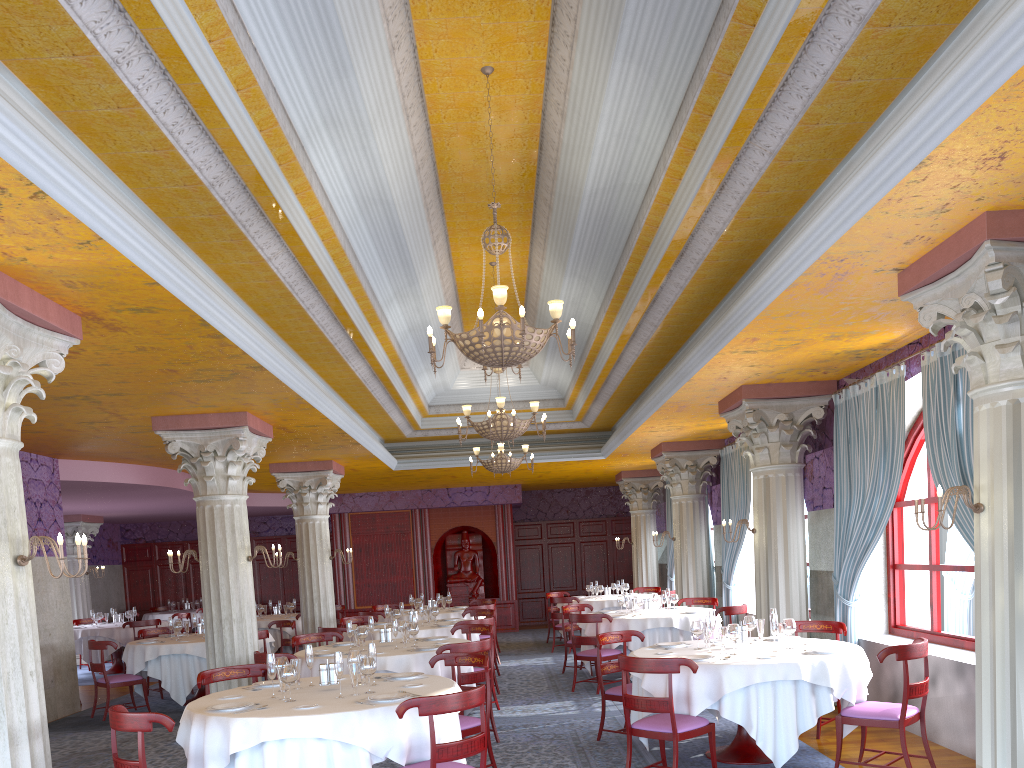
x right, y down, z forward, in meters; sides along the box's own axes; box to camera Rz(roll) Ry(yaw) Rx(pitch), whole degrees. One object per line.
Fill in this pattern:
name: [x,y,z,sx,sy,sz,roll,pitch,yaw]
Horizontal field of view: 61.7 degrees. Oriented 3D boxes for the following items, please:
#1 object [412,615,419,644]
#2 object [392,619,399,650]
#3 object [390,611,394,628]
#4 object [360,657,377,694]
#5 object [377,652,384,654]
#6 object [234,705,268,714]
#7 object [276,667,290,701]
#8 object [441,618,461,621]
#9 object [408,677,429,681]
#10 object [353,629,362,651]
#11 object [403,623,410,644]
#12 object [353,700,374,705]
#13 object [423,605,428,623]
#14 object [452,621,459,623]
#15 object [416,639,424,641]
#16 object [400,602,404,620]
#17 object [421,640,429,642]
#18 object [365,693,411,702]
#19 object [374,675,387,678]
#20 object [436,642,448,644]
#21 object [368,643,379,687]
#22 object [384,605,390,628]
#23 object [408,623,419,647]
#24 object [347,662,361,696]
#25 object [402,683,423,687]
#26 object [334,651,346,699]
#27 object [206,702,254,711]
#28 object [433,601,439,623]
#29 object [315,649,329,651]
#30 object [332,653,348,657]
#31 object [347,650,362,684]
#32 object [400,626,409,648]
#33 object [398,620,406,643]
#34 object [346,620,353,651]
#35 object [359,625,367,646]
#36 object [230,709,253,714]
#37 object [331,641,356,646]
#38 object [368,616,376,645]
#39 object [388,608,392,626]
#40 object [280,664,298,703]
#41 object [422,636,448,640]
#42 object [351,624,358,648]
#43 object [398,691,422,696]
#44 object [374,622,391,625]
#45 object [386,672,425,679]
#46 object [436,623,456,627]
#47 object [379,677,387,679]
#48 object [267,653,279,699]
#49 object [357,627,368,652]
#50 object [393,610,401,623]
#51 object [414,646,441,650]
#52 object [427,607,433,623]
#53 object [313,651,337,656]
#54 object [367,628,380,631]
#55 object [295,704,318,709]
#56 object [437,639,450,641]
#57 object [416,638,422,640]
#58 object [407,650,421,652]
object: [-1.110,2.808,9.805,0.074,0.338,0.073,-1,4,35]
object: [-1.263,2.712,9.284,0.074,0.338,0.073,-1,4,35]
object: [-1.721,3.414,12.412,0.086,0.239,0.084,-2,2,24]
object: [-1.046,2.126,6.251,0.122,0.266,0.122,-3,1,-10]
object: [-1.422,2.821,8.977,0.159,0.009,0.160,-7,-12,19]
object: [-1.758,2.188,5.760,0.256,0.020,0.055,7,-14,-41]
object: [-1.646,2.153,6.155,0.086,0.239,0.085,-3,2,2]
object: [-0.944,3.642,13.234,0.316,0.024,0.315,-9,-13,28]
object: [-0.752,2.352,6.834,0.028,0.013,0.232,-11,-14,43]
object: [-1.685,2.799,9.358,0.086,0.239,0.084,-2,2,24]
object: [-1.205,2.880,9.892,0.085,0.239,0.086,-5,3,-43]
object: [-0.993,2.154,5.781,0.027,0.013,0.236,5,-14,-45]
object: [-1.314,3.504,13.039,0.123,0.266,0.121,-3,1,13]
object: [-0.826,3.544,12.742,0.161,0.009,0.159,-12,-14,38]
object: [-1.052,3.065,10.278,0.022,0.003,0.253,-13,-15,42]
object: [-1.669,3.483,13.014,0.074,0.338,0.073,-1,4,35]
object: [-1.021,3.007,10.016,0.029,0.011,0.141,6,-14,-42]
object: [-0.850,2.163,5.896,0.315,0.024,0.316,-7,-12,19]
object: [-1.043,2.417,7.099,0.256,0.020,0.055,7,-14,-41]
object: [-0.789,2.929,9.689,0.158,0.009,0.162,1,-12,-20]
object: [-1.072,2.163,6.602,0.074,0.338,0.073,-4,3,-10]
object: [-1.822,3.387,12.493,0.074,0.338,0.073,-4,3,-10]
object: [-1.084,2.772,9.455,0.123,0.266,0.121,-3,1,13]
object: [-1.138,2.131,6.182,0.086,0.239,0.084,-2,2,24]
object: [-0.750,2.283,6.485,0.158,0.009,0.161,-3,-11,-1]
object: [-1.225,2.066,6.081,0.074,0.338,0.073,-4,3,-10]
object: [-1.932,2.220,5.881,0.315,0.024,0.316,-7,-12,19]
object: [-1.147,3.423,12.859,0.073,0.338,0.074,-5,4,-32]
object: [-2.136,2.988,9.612,0.159,0.009,0.160,-7,-12,19]
object: [-1.797,2.834,8.963,0.256,0.020,0.055,7,-14,-41]
object: [-1.238,2.243,6.782,0.123,0.266,0.121,-2,1,35]
object: [-1.177,2.776,9.385,0.085,0.239,0.085,-4,2,-21]
object: [-1.277,2.889,9.985,0.123,0.266,0.121,-3,1,13]
object: [-1.785,2.772,9.439,0.074,0.338,0.073,-1,4,35]
object: [-1.713,2.902,9.866,0.086,0.239,0.085,-3,2,2]
object: [-1.787,2.204,5.786,0.022,0.003,0.253,-13,-15,42]
object: [-1.990,3.083,10.166,0.313,0.024,0.318,-3,-11,-1]
object: [-1.632,2.868,9.960,0.074,0.338,0.073,-1,4,35]
object: [-1.844,3.495,12.848,0.121,0.266,0.122,-4,1,-32]
object: [-1.576,2.117,6.061,0.123,0.266,0.121,-3,1,13]
object: [-0.907,3.026,10.181,0.313,0.024,0.318,-3,-11,-1]
object: [-1.807,2.880,9.795,0.123,0.266,0.121,-3,1,13]
object: [-0.729,2.193,6.069,0.054,0.020,0.261,5,-14,-40]
object: [-2.026,3.699,13.220,0.312,0.024,0.319,1,-12,-20]
object: [-0.869,2.381,6.977,0.312,0.024,0.319,1,-12,-20]
object: [-0.926,3.423,12.153,0.313,0.024,0.318,-3,-11,-1]
object: [-1.013,2.419,7.074,0.022,0.003,0.253,-13,-15,42]
object: [-1.746,2.126,6.236,0.074,0.338,0.073,-4,3,-10]
object: [-1.614,2.763,9.264,0.122,0.266,0.122,-3,1,-10]
object: [-1.651,3.378,12.318,0.122,0.266,0.122,-3,1,-10]
object: [-0.889,2.808,9.099,0.313,0.024,0.318,-3,-11,-1]
object: [-1.242,3.495,12.946,0.086,0.239,0.085,-3,2,2]
object: [-1.971,2.865,9.085,0.313,0.024,0.318,-3,-11,-1]
object: [-2.008,3.480,12.138,0.313,0.024,0.318,-3,-11,-1]
object: [-1.383,2.176,5.774,0.158,0.009,0.161,-3,-11,-1]
object: [-0.791,2.997,10.037,0.028,0.013,0.232,-11,-14,43]
object: [-1.081,3.063,10.302,0.256,0.020,0.055,7,-14,-41]
object: [-1.032,2.799,8.984,0.027,0.013,0.236,5,-14,-45]
